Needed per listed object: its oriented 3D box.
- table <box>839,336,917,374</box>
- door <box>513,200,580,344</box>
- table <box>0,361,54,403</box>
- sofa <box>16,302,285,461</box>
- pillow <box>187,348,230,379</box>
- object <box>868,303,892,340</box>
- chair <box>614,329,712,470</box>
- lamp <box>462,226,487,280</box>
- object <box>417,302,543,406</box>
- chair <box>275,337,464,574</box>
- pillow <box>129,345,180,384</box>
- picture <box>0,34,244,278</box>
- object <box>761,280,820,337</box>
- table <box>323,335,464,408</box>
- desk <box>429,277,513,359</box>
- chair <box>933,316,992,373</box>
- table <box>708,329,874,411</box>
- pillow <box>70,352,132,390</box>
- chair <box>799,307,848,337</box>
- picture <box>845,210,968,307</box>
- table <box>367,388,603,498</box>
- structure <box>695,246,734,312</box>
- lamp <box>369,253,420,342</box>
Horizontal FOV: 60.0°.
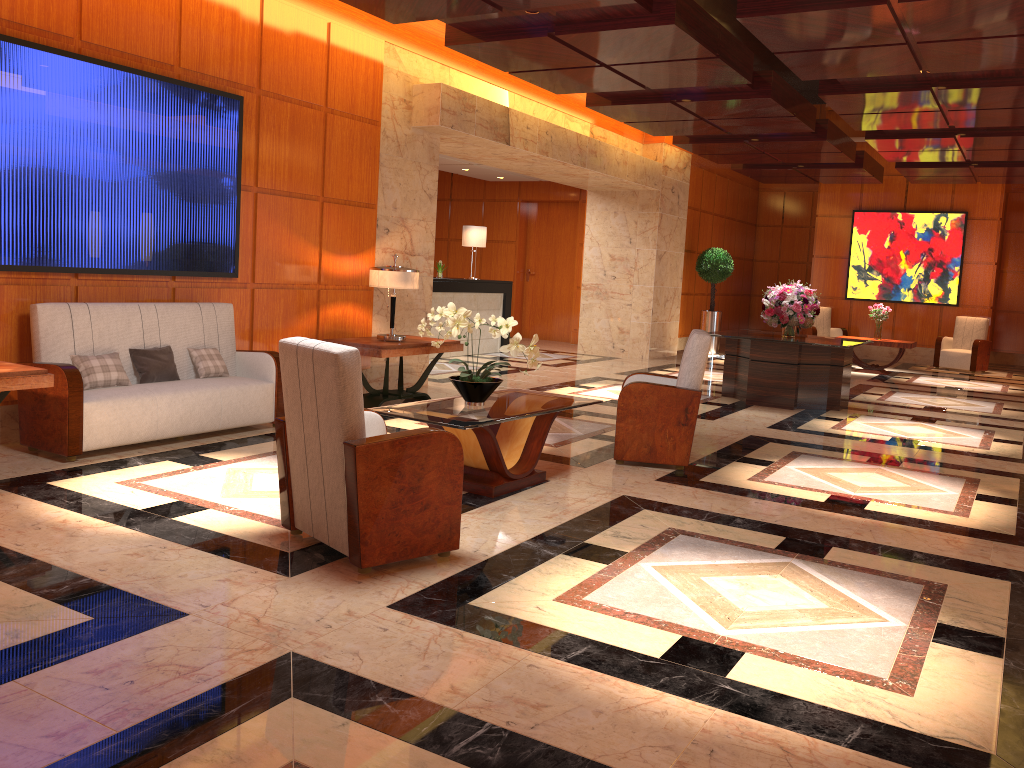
[{"bbox_3d":[5.973,-0.467,14.606,1.170,0.532,0.726,7,8,30],"label":"table"},{"bbox_3d":[0.722,-2.172,17.073,1.288,2.687,0.341,7,6,30],"label":"door"},{"bbox_3d":[-3.268,0.227,4.736,0.727,0.604,1.273,7,8,30],"label":"table"},{"bbox_3d":[-2.447,-0.090,6.224,0.614,0.929,1.802,7,8,31],"label":"sofa"},{"bbox_3d":[-2.257,-0.152,6.607,0.202,0.229,0.274,7,7,33],"label":"pillow"},{"bbox_3d":[6.033,-1.029,14.574,0.327,0.594,0.351,-1,7,-39],"label":"object"},{"bbox_3d":[1.093,0.069,6.481,0.629,0.957,0.740,4,6,9],"label":"chair"},{"bbox_3d":[-0.602,-2.049,13.853,0.372,0.817,0.374,0,7,-35],"label":"lamp"},{"bbox_3d":[-0.206,-0.178,5.364,0.788,0.615,0.419,4,6,8],"label":"object"},{"bbox_3d":[-0.679,0.275,4.067,0.629,0.957,0.740,-2,8,-41],"label":"chair"},{"bbox_3d":[-2.514,-0.134,6.238,0.160,0.252,0.358,6,7,27],"label":"pillow"},{"bbox_3d":[-2.721,-1.507,6.320,0.056,1.447,2.000,6,7,30],"label":"picture"},{"bbox_3d":[3.179,-0.866,10.111,0.650,0.656,0.682,6,7,21],"label":"object"},{"bbox_3d":[-1.122,-0.113,8.367,0.727,0.604,1.273,7,8,30],"label":"table"},{"bbox_3d":[-1.165,-1.016,13.222,0.943,1.137,2.932,7,8,30],"label":"desk"},{"bbox_3d":[8.027,-0.715,15.745,0.629,0.957,0.740,-2,8,-41],"label":"chair"},{"bbox_3d":[3.147,-0.172,10.189,1.603,0.742,1.603,7,8,30],"label":"table"},{"bbox_3d":[-2.711,-0.087,5.851,0.195,0.226,0.344,8,8,35],"label":"pillow"},{"bbox_3d":[5.934,-0.993,16.966,0.737,0.957,0.631,2,6,-11],"label":"chair"},{"bbox_3d":[7.422,-2.399,16.757,2.000,1.730,0.056,7,6,30],"label":"picture"},{"bbox_3d":[-0.129,0.371,5.486,0.724,0.494,1.563,8,8,33],"label":"table"},{"bbox_3d":[3.694,-1.673,16.319,0.722,1.706,0.724,4,5,8],"label":"structure"},{"bbox_3d":[-1.091,-0.796,8.154,0.460,0.807,0.459,8,7,39],"label":"lamp"}]
